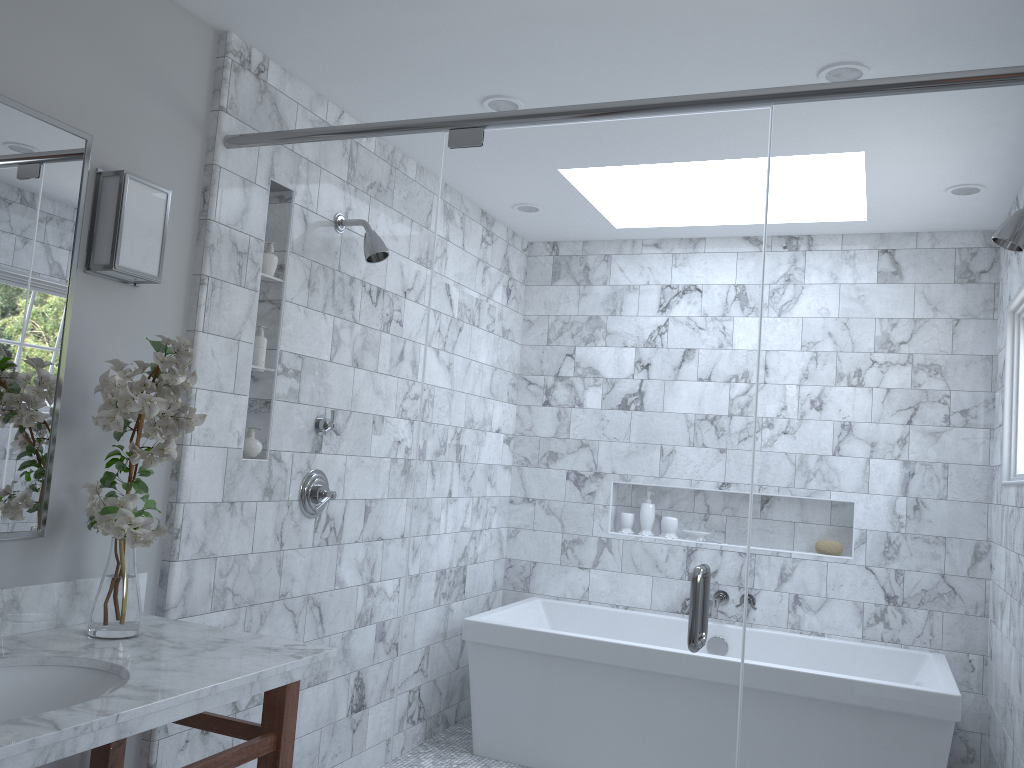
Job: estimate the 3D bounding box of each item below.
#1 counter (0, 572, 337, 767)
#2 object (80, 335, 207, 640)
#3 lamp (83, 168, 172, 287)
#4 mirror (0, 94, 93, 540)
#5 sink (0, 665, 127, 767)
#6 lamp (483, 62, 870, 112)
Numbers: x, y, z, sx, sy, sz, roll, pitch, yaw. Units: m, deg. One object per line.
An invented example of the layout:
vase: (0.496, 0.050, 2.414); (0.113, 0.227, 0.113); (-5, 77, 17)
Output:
counter: (-1.062, 0.921, 1.485); (0.638, 0.983, 1.657); (2, -5, 23)
object: (-0.869, 0.246, 2.073); (0.225, 0.706, 0.374); (8, -6, -36)
lamp: (-0.977, -0.397, 2.271); (0.091, 0.266, 0.175); (2, -5, 23)
mirror: (-1.208, -0.161, 1.819); (0.030, 0.977, 0.694); (2, -5, 23)
sink: (-0.992, 0.707, 1.614); (0.517, 0.270, 0.494); (6, -5, -18)
lamp: (0.708, -0.872, 3.288); (1.976, 0.050, 1.289); (2, -5, 23)
